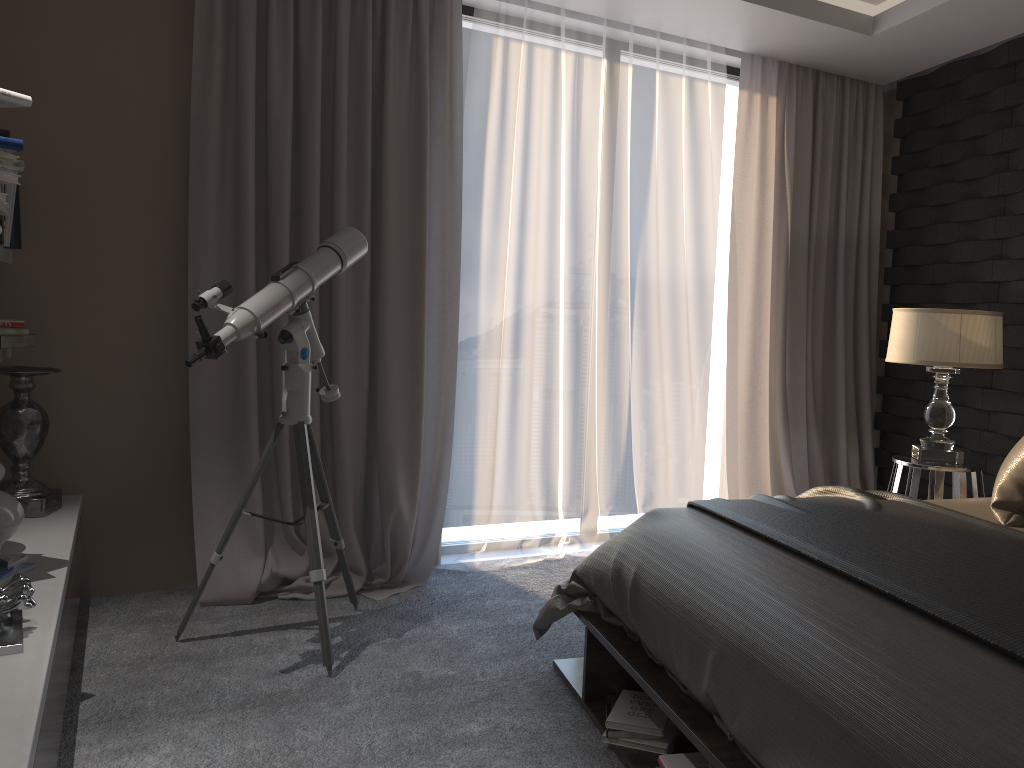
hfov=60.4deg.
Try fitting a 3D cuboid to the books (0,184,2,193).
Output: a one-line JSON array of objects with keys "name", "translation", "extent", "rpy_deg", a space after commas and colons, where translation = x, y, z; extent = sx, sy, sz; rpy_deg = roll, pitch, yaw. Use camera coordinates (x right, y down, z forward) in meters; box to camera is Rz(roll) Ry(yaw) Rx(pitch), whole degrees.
[{"name": "books", "translation": [-1.419, -0.499, 2.133], "extent": [0.189, 0.031, 0.283], "rpy_deg": [3, 4, 1]}]

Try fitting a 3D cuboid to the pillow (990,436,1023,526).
[{"name": "pillow", "translation": [1.841, 0.167, 2.290], "extent": [0.927, 0.518, 1.222], "rpy_deg": [2, 4, -14]}]

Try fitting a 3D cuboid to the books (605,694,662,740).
[{"name": "books", "translation": [0.328, 0.903, 2.389], "extent": [0.147, 0.023, 0.222], "rpy_deg": [3, 4, 3]}]

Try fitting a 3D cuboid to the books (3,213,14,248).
[{"name": "books", "translation": [-1.712, -0.576, 2.830], "extent": [0.193, 0.260, 0.024], "rpy_deg": [1, 4, -28]}]

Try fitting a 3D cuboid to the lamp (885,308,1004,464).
[{"name": "lamp", "translation": [1.806, 0.007, 3.699], "extent": [0.454, 0.630, 0.478], "rpy_deg": [4, 4, 16]}]

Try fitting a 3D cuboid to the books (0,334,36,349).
[{"name": "books", "translation": [-1.737, -0.145, 2.868], "extent": [0.249, 0.043, 0.192], "rpy_deg": [3, 4, -2]}]

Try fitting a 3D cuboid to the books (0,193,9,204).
[{"name": "books", "translation": [-1.420, -0.473, 2.147], "extent": [0.196, 0.028, 0.265], "rpy_deg": [3, 4, 7]}]

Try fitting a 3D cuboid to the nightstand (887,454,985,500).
[{"name": "nightstand", "translation": [1.781, 0.624, 3.723], "extent": [0.557, 0.603, 0.545], "rpy_deg": [2, 4, -4]}]

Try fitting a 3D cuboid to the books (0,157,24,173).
[{"name": "books", "translation": [-1.370, -0.550, 2.154], "extent": [0.175, 0.026, 0.258], "rpy_deg": [6, 6, 39]}]

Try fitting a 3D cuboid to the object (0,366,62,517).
[{"name": "object", "translation": [-1.629, 0.187, 2.928], "extent": [0.228, 0.481, 0.211], "rpy_deg": [1, 4, -17]}]

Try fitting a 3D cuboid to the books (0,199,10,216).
[{"name": "books", "translation": [-1.388, -0.449, 2.168], "extent": [0.234, 0.027, 0.298], "rpy_deg": [1, 5, -26]}]

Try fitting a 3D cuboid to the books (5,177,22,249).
[{"name": "books", "translation": [-1.713, -0.572, 2.890], "extent": [0.176, 0.245, 0.084], "rpy_deg": [1, 4, -27]}]

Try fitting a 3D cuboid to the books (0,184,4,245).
[{"name": "books", "translation": [-1.680, -0.560, 2.704], "extent": [0.204, 0.249, 0.041], "rpy_deg": [1, 4, -27]}]

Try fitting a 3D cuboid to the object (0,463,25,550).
[{"name": "object", "translation": [-1.505, 0.253, 2.431], "extent": [0.277, 0.431, 0.253], "rpy_deg": [1, 4, -27]}]

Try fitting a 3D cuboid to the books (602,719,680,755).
[{"name": "books", "translation": [0.365, 0.925, 2.382], "extent": [0.169, 0.019, 0.253], "rpy_deg": [5, 5, 22]}]

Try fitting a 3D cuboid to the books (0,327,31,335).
[{"name": "books", "translation": [-1.737, -0.177, 2.864], "extent": [0.240, 0.023, 0.182], "rpy_deg": [5, 5, 24]}]

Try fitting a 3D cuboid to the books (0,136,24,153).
[{"name": "books", "translation": [-1.383, -0.599, 2.140], "extent": [0.184, 0.027, 0.291], "rpy_deg": [6, 6, 40]}]

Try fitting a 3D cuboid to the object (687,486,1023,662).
[{"name": "object", "translation": [1.007, 0.527, 1.991], "extent": [0.639, 0.322, 1.987], "rpy_deg": [2, 4, -15]}]

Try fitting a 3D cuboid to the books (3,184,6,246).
[{"name": "books", "translation": [-1.706, -0.558, 2.781], "extent": [0.181, 0.229, 0.024], "rpy_deg": [1, 4, -28]}]

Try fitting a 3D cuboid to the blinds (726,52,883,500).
[{"name": "blinds", "translation": [1.604, -0.473, 4.620], "extent": [1.047, 2.638, 0.325], "rpy_deg": [1, 4, -27]}]

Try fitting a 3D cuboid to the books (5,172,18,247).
[{"name": "books", "translation": [-1.705, -0.590, 2.807], "extent": [0.228, 0.287, 0.020], "rpy_deg": [1, 4, -28]}]

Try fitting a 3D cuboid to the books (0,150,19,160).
[{"name": "books", "translation": [-1.381, -0.573, 2.132], "extent": [0.211, 0.022, 0.287], "rpy_deg": [3, 4, -5]}]

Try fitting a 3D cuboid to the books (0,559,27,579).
[{"name": "books", "translation": [-1.410, 0.479, 2.185], "extent": [0.259, 0.011, 0.311], "rpy_deg": [2, 4, -11]}]

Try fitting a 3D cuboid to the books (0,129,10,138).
[{"name": "books", "translation": [-1.419, -0.630, 2.165], "extent": [0.166, 0.028, 0.278], "rpy_deg": [7, 6, 40]}]

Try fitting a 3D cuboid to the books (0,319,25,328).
[{"name": "books", "translation": [-1.736, -0.200, 2.863], "extent": [0.262, 0.023, 0.167], "rpy_deg": [0, 5, -31]}]

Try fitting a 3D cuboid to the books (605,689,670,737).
[{"name": "books", "translation": [0.349, 0.884, 2.372], "extent": [0.151, 0.020, 0.211], "rpy_deg": [4, 5, 17]}]

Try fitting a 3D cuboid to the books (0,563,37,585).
[{"name": "books", "translation": [-1.402, 0.490, 2.186], "extent": [0.254, 0.011, 0.317], "rpy_deg": [3, 4, -1]}]

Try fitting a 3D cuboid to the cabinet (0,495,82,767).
[{"name": "cabinet", "translation": [-0.917, 0.784, 1.151], "extent": [0.471, 0.369, 4.369], "rpy_deg": [1, 5, -24]}]

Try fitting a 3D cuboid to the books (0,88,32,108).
[{"name": "books", "translation": [-1.369, -0.719, 2.140], "extent": [0.198, 0.027, 0.280], "rpy_deg": [4, 5, 20]}]

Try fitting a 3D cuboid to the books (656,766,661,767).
[{"name": "books", "translation": [0.443, 0.917, 1.963], "extent": [0.180, 0.023, 0.242], "rpy_deg": [2, 4, -14]}]

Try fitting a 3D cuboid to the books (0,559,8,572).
[{"name": "books", "translation": [-1.407, 0.453, 2.129], "extent": [0.166, 0.027, 0.275], "rpy_deg": [6, 5, 34]}]

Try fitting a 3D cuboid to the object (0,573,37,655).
[{"name": "object", "translation": [-1.188, 0.444, 1.843], "extent": [0.339, 0.177, 0.308], "rpy_deg": [0, 5, -31]}]

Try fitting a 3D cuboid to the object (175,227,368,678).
[{"name": "object", "translation": [-0.725, 0.165, 2.834], "extent": [0.645, 1.404, 0.570], "rpy_deg": [1, 4, -25]}]

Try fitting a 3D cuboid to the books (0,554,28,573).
[{"name": "books", "translation": [-1.414, 0.469, 2.177], "extent": [0.256, 0.011, 0.314], "rpy_deg": [2, 4, -6]}]

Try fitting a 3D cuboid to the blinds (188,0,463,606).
[{"name": "blinds", "translation": [-0.667, -0.489, 3.403], "extent": [1.098, 2.639, 0.342], "rpy_deg": [1, 4, -26]}]

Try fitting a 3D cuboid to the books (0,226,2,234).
[{"name": "books", "translation": [-1.419, -0.392, 2.126], "extent": [0.198, 0.028, 0.263], "rpy_deg": [3, 4, 2]}]

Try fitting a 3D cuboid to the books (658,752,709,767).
[{"name": "books", "translation": [0.444, 0.894, 1.962], "extent": [0.179, 0.023, 0.245], "rpy_deg": [2, 4, -9]}]

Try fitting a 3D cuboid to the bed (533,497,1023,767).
[{"name": "bed", "translation": [1.444, 0.716, 2.154], "extent": [2.370, 0.623, 2.219], "rpy_deg": [2, 4, -16]}]

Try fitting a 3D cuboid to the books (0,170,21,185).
[{"name": "books", "translation": [-1.395, -0.522, 2.126], "extent": [0.225, 0.027, 0.311], "rpy_deg": [3, 4, 0]}]

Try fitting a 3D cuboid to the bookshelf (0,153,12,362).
[{"name": "bookshelf", "translation": [-0.993, -0.002, 1.068], "extent": [0.241, 1.202, 4.331], "rpy_deg": [1, 5, -24]}]
